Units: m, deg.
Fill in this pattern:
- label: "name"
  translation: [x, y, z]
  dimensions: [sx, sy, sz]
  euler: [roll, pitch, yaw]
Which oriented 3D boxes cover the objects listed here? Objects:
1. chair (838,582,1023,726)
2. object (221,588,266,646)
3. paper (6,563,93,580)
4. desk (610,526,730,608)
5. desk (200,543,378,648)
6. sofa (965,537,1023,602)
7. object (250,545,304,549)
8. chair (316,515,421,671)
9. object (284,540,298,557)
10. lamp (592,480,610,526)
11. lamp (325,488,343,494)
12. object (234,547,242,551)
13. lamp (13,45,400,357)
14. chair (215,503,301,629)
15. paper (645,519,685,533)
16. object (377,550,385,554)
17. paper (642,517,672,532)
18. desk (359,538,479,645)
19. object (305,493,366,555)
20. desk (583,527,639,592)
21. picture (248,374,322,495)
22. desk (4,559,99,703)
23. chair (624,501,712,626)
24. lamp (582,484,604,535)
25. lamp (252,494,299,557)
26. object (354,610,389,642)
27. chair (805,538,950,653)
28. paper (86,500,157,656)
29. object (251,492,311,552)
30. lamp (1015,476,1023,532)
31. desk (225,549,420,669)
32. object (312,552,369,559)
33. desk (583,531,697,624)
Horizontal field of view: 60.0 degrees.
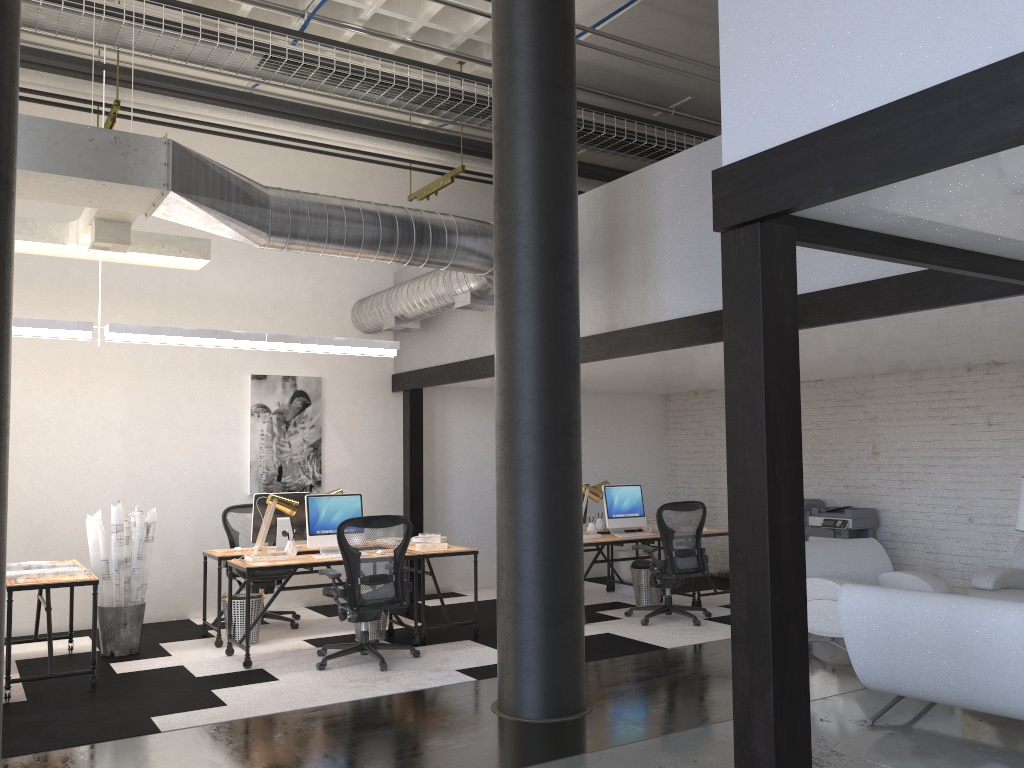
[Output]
- label: "chair"
  translation: [2.508, 1.487, 4.843]
  dimensions: [1.026, 0.784, 1.007]
  euler: [3, -6, -41]
- label: "object"
  translation: [-2.187, 1.895, 7.224]
  dimensions: [0.359, 0.434, 0.353]
  euler: [2, -5, -36]
- label: "paper"
  translation: [-3.257, 1.286, 6.140]
  dimensions: [0.568, 0.061, 0.626]
  euler: [3, -6, -35]
- label: "desk"
  translation: [1.661, 1.877, 9.315]
  dimensions: [0.529, 0.724, 1.402]
  euler: [2, -5, -32]
- label: "desk"
  translation: [-1.904, 1.779, 7.647]
  dimensions: [1.401, 0.724, 0.530]
  euler: [2, -5, -32]
- label: "sofa"
  translation: [4.561, 1.596, 6.415]
  dimensions: [1.016, 0.776, 2.138]
  euler: [2, -5, -32]
- label: "object"
  translation: [-2.033, 1.411, 7.667]
  dimensions: [0.439, 0.017, 0.119]
  euler: [2, -5, -32]
- label: "chair"
  translation: [-1.123, 1.509, 6.581]
  dimensions: [0.793, 1.084, 0.771]
  euler: [-4, -5, 41]
- label: "object"
  translation: [-1.753, 1.303, 7.033]
  dimensions: [0.101, 0.126, 0.101]
  euler: [-2, -4, 13]
- label: "lamp"
  translation: [0.965, 1.251, 9.330]
  dimensions: [0.344, 0.469, 0.128]
  euler: [2, -5, -32]
- label: "lamp"
  translation: [-1.558, 1.156, 7.824]
  dimensions: [0.344, 0.469, 0.128]
  euler: [2, -5, -32]
- label: "object"
  translation: [-2.315, 1.393, 7.500]
  dimensions: [0.059, 0.029, 0.106]
  euler: [2, -5, -31]
- label: "lamp"
  translation: [-4.153, -1.750, 6.071]
  dimensions: [7.303, 2.861, 0.226]
  euler: [2, -5, -32]
- label: "chair"
  translation: [-2.244, 1.635, 8.017]
  dimensions: [0.793, 1.084, 0.771]
  euler: [-4, -5, 41]
- label: "paper"
  translation: [1.608, 1.458, 9.127]
  dimensions: [0.083, 0.082, 1.135]
  euler: [-3, -5, 32]
- label: "object"
  translation: [-1.056, 1.351, 7.125]
  dimensions: [0.059, 0.029, 0.106]
  euler: [2, -5, -31]
- label: "paper"
  translation: [1.520, 1.470, 9.268]
  dimensions: [0.083, 0.082, 1.135]
  euler: [-2, -5, 22]
- label: "desk"
  translation: [-0.861, 1.782, 7.809]
  dimensions: [0.529, 0.724, 1.402]
  euler: [2, -5, -32]
- label: "object"
  translation: [-1.436, 1.131, 7.173]
  dimensions: [0.484, 0.485, 0.190]
  euler: [2, -5, -32]
- label: "desk"
  translation: [0.619, 1.875, 9.154]
  dimensions: [1.401, 0.724, 0.530]
  euler: [2, -5, -32]
- label: "picture"
  translation: [-2.273, 0.508, 8.915]
  dimensions: [0.731, 1.182, 0.049]
  euler: [2, -4, -32]
- label: "desk"
  translation: [-3.292, 1.680, 6.233]
  dimensions: [0.529, 0.724, 1.402]
  euler: [2, -5, -32]
- label: "chair"
  translation: [1.400, 1.604, 8.088]
  dimensions: [0.793, 1.084, 0.771]
  euler: [-4, -5, 41]
- label: "lamp"
  translation: [0.705, 1.174, 8.339]
  dimensions: [0.344, 0.469, 0.126]
  euler: [2, -5, -32]
- label: "lamp"
  translation: [-1.818, 1.079, 6.833]
  dimensions: [0.344, 0.469, 0.126]
  euler: [2, -5, -32]
- label: "object"
  translation: [-1.173, 1.893, 7.333]
  dimensions: [0.359, 0.434, 0.353]
  euler: [2, -5, -36]
- label: "chair"
  translation: [2.752, 1.651, 6.919]
  dimensions: [1.007, 0.784, 1.026]
  euler: [1, -5, -21]
- label: "paper"
  translation: [-3.052, 1.494, 6.893]
  dimensions: [0.412, 1.197, 0.441]
  euler: [-3, -5, 36]
- label: "object"
  translation: [-1.939, 1.161, 7.481]
  dimensions: [0.484, 0.485, 0.190]
  euler: [2, -5, -32]
- label: "lamp"
  translation: [3.476, 0.274, 5.746]
  dimensions: [0.436, 1.346, 0.436]
  euler: [1, -4, -18]
- label: "desk"
  translation: [-1.459, 1.717, 6.928]
  dimensions: [1.401, 0.724, 0.530]
  euler: [2, -5, -32]
- label: "object"
  translation: [-1.338, 1.347, 6.956]
  dimensions: [0.439, 0.017, 0.119]
  euler: [2, -5, -32]
- label: "desk"
  translation: [1.063, 1.813, 8.434]
  dimensions: [1.401, 0.724, 0.530]
  euler: [2, -5, -32]
